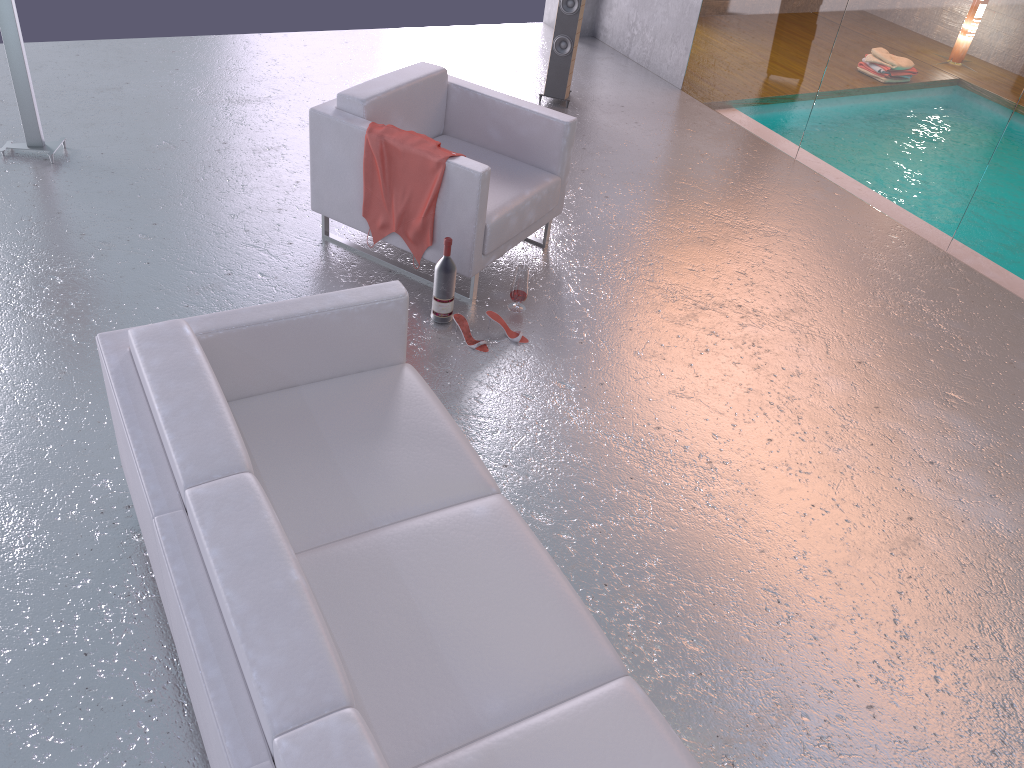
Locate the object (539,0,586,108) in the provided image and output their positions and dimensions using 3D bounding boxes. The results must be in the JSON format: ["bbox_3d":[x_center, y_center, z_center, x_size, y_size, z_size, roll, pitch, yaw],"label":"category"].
[{"bbox_3d":[0.456,-2.795,6.389,0.244,1.473,0.444,15,38,9],"label":"object"}]

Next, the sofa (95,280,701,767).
[{"bbox_3d":[-0.297,0.677,2.342,1.026,0.824,2.353,-14,43,-26],"label":"sofa"}]

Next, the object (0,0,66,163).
[{"bbox_3d":[-2.668,-1.868,4.686,0.333,1.363,0.243,7,38,-3],"label":"object"}]

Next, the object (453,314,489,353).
[{"bbox_3d":[-0.194,-0.236,4.128,0.235,0.087,0.079,31,43,26],"label":"object"}]

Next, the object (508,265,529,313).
[{"bbox_3d":[0.038,-0.471,4.356,0.091,0.233,0.091,5,38,-5],"label":"object"}]

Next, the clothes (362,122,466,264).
[{"bbox_3d":[-0.479,-0.918,4.302,0.574,0.604,0.254,25,41,20],"label":"clothes"}]

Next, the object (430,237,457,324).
[{"bbox_3d":[-0.314,-0.487,4.141,0.109,0.435,0.109,4,38,-6],"label":"object"}]

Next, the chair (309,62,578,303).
[{"bbox_3d":[-0.346,-1.098,4.616,1.026,0.808,0.936,25,41,20],"label":"chair"}]

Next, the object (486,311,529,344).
[{"bbox_3d":[-0.020,-0.273,4.209,0.235,0.087,0.079,23,40,18],"label":"object"}]
